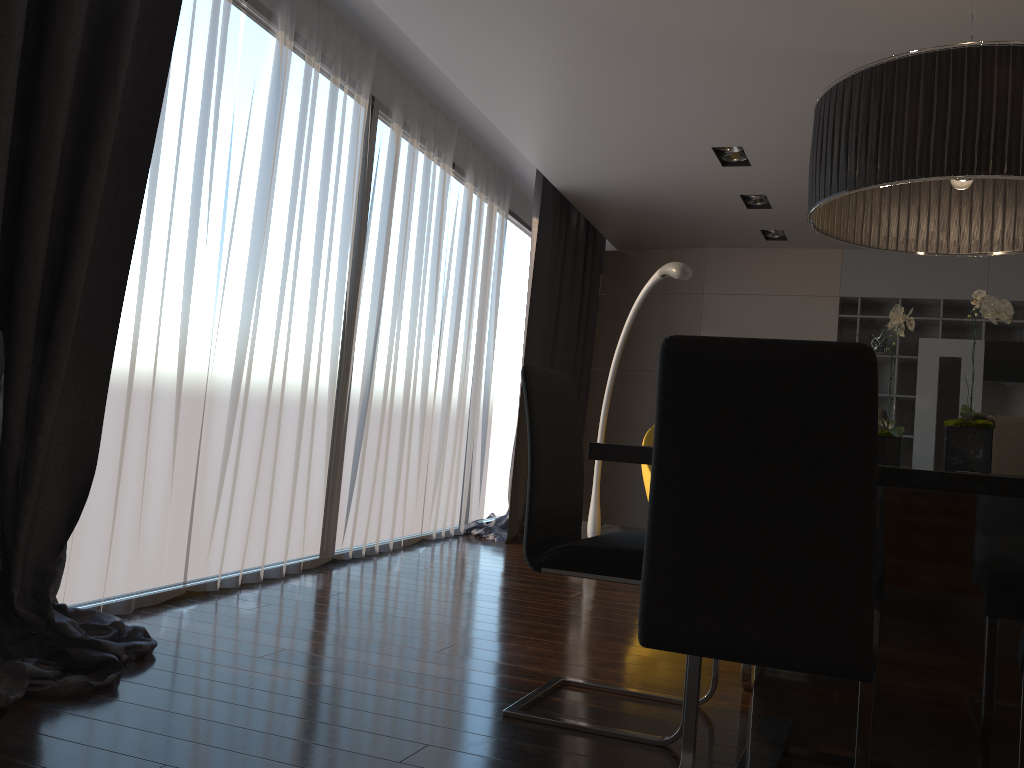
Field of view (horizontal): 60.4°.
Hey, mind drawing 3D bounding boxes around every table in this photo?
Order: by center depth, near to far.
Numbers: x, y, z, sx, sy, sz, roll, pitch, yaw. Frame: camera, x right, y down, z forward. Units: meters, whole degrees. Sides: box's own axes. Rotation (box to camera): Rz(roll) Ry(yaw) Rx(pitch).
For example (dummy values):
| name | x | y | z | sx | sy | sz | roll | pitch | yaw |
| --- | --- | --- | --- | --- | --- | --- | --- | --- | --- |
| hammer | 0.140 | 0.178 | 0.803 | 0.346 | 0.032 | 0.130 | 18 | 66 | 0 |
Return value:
| name | x | y | z | sx | sy | sz | roll | pitch | yaw |
| --- | --- | --- | --- | --- | --- | --- | --- | --- | --- |
| table | 1.091 | 0.602 | 2.264 | 1.547 | 0.761 | 1.075 | 4 | -4 | 21 |

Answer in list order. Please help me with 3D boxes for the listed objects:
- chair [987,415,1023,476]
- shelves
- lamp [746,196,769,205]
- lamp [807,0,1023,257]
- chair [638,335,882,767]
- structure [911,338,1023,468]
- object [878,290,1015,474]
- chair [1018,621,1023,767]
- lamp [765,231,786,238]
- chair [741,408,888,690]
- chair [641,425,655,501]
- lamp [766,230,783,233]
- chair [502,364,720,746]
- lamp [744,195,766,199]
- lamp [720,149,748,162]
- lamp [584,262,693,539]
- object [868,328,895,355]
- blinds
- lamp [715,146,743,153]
| name | x | y | z | sx | sy | sz | roll | pitch | yaw |
| --- | --- | --- | --- | --- | --- | --- | --- | --- | --- |
| chair | 1.705 | 0.577 | 2.797 | 0.413 | 0.966 | 0.591 | 3 | -4 | 22 |
| shelves | 3.616 | 0.138 | 7.146 | 1.858 | 1.603 | 0.391 | 4 | -4 | 19 |
| lamp | 1.753 | -1.314 | 6.260 | 0.168 | 0.077 | 0.185 | 3 | -4 | 33 |
| lamp | 1.235 | -0.971 | 2.358 | 0.848 | 1.104 | 0.759 | 8 | -5 | -44 |
| chair | 0.503 | 0.424 | 1.730 | 0.413 | 0.966 | 0.591 | 3 | -4 | 22 |
| structure | 4.583 | 0.600 | 6.718 | 2.788 | 1.769 | 0.496 | 4 | -4 | 19 |
| object | 1.205 | -0.026 | 2.215 | 0.558 | 0.502 | 0.319 | 4 | -4 | 16 |
| chair | 1.143 | 0.464 | 1.509 | 0.413 | 0.966 | 0.591 | 3 | -4 | 22 |
| lamp | 2.153 | -1.234 | 7.175 | 0.168 | 0.077 | 0.185 | 3 | -4 | 33 |
| chair | 1.065 | 0.536 | 3.017 | 0.413 | 0.966 | 0.591 | 3 | -4 | 22 |
| chair | 1.558 | 0.697 | 5.731 | 1.557 | 1.007 | 1.106 | 5 | -4 | -13 |
| lamp | 2.078 | -1.249 | 7.004 | 0.167 | 0.077 | 0.186 | 2 | -4 | 40 |
| chair | 0.313 | 0.451 | 2.538 | 0.552 | 0.966 | 0.442 | 4 | -4 | 21 |
| lamp | 1.679 | -1.329 | 6.089 | 0.167 | 0.077 | 0.186 | 2 | -4 | 40 |
| lamp | 1.355 | -1.394 | 5.346 | 0.168 | 0.077 | 0.185 | 3 | -4 | 33 |
| lamp | 0.754 | 0.297 | 6.769 | 0.580 | 1.781 | 4.236 | 5 | -3 | 4 |
| object | 3.047 | -0.344 | 7.325 | 0.275 | 0.228 | 0.294 | 3 | -4 | 22 |
| blinds | -0.628 | -0.480 | 4.574 | 0.729 | 2.897 | 7.675 | 4 | -3 | 17 |
| lamp | 1.280 | -1.409 | 5.175 | 0.172 | 0.077 | 0.181 | 4 | -3 | 17 |
